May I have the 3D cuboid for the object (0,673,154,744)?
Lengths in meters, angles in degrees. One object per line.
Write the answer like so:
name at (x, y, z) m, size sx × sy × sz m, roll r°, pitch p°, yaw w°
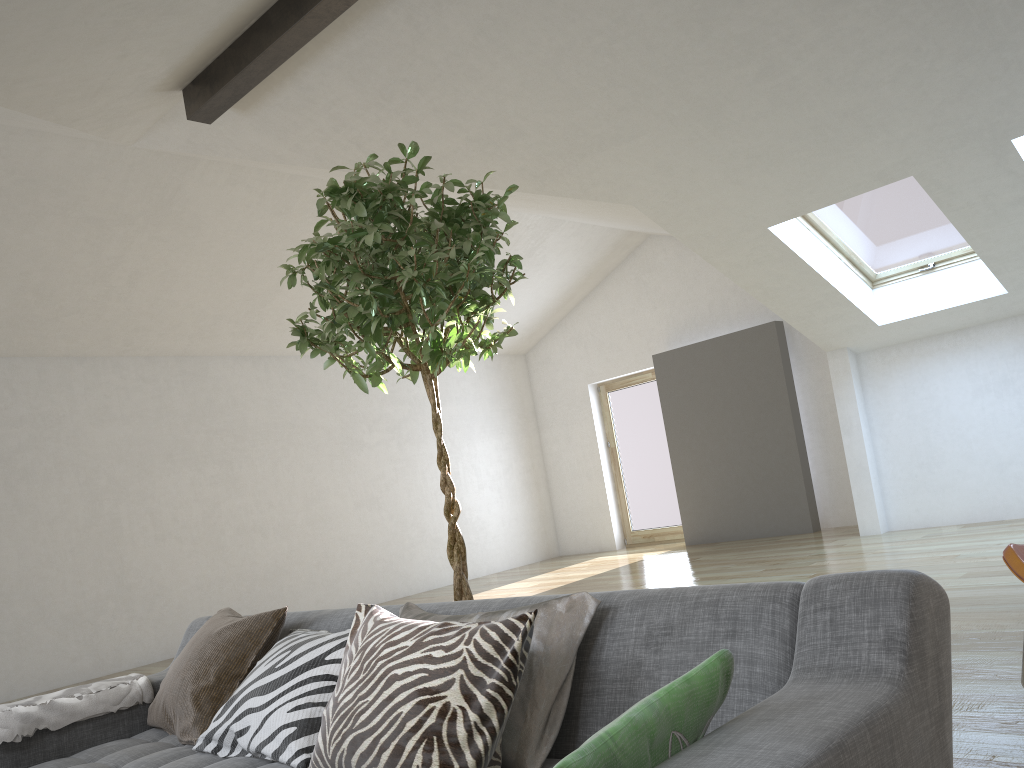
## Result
object at (-1.336, 1.116, 2.652) m, size 0.479 × 0.417 × 0.361 m, roll -5°, pitch -6°, yaw -44°

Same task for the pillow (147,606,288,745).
pillow at (-0.876, 0.848, 2.603) m, size 0.307 × 0.336 × 0.585 m, roll -7°, pitch -6°, yaw -37°

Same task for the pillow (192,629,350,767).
pillow at (-0.533, 0.773, 2.221) m, size 0.565 × 0.282 × 0.357 m, roll -15°, pitch -7°, yaw 43°

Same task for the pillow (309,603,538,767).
pillow at (-0.187, 0.599, 1.710) m, size 0.279 × 0.339 × 0.563 m, roll -6°, pitch -7°, yaw -43°

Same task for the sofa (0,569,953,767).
sofa at (-0.428, 0.899, 1.962) m, size 2.482 × 0.680 × 1.022 m, roll -16°, pitch -8°, yaw 42°

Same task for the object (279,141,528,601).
object at (-0.251, 0.289, 2.754) m, size 0.798 × 2.012 × 0.817 m, roll -11°, pitch -3°, yaw 21°

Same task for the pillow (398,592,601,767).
pillow at (-0.112, 0.633, 1.883) m, size 0.647 × 0.317 × 0.262 m, roll -16°, pitch -7°, yaw 43°

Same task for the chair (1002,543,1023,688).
chair at (1.948, 0.566, 2.715) m, size 0.707 × 0.720 × 0.668 m, roll -8°, pitch -4°, yaw -17°

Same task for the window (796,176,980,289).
window at (2.917, -1.191, 6.765) m, size 1.484 × 0.725 × 1.896 m, roll -15°, pitch -8°, yaw 42°

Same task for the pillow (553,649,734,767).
pillow at (0.134, 0.542, 1.238) m, size 0.440 × 0.260 × 0.230 m, roll -4°, pitch -7°, yaw -46°
